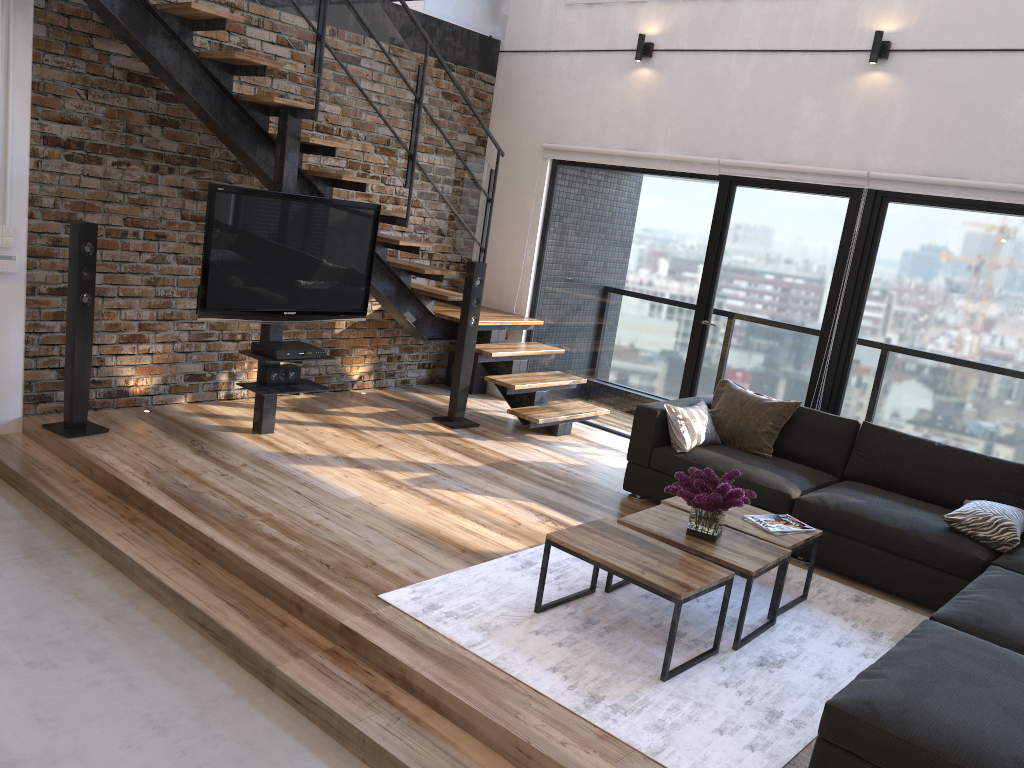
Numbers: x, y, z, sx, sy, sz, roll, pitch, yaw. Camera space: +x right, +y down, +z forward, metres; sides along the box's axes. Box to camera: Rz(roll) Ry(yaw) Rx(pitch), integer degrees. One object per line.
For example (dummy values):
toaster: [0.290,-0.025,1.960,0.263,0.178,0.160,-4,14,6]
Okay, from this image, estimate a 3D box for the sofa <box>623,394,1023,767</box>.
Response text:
sofa: [1.516,0.725,4.071,3.037,0.702,2.996,18,15,39]

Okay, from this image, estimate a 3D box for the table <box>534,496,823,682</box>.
table: [0.791,0.828,3.919,0.695,0.351,1.297,18,15,39]

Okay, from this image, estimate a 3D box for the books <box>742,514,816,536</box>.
books: [1.257,0.658,4.170,0.295,0.013,0.228,2,13,-29]

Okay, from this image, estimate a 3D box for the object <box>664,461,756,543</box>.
object: [0.867,0.495,3.850,0.341,0.344,0.374,18,15,40]

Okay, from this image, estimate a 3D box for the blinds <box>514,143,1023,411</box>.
blinds: [2.088,-0.324,5.700,5.356,2.050,0.095,18,15,39]

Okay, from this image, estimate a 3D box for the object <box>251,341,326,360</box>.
object: [-1.365,-0.205,5.435,0.274,0.058,0.360,18,15,39]

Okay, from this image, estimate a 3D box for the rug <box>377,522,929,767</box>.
rug: [0.746,1.001,3.924,1.633,0.003,2.112,18,15,39]

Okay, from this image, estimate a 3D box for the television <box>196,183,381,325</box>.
television: [-1.334,-0.750,5.344,0.136,0.786,1.206,18,15,39]

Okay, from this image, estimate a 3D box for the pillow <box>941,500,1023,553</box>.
pillow: [2.418,0.697,4.489,0.355,0.178,0.530,17,14,37]

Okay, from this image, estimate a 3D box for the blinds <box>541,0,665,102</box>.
blinds: [0.072,-3.587,5.926,10.194,2.985,1.991,12,12,18]

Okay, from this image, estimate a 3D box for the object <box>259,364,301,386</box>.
object: [-1.445,-0.057,5.525,0.088,0.112,0.247,18,15,39]

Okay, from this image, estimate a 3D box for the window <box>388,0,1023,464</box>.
window: [1.050,-1.693,4.284,13.366,5.584,5.659,18,15,39]

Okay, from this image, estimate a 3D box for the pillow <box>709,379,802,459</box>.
pillow: [1.454,0.210,5.564,0.608,0.383,0.265,18,15,39]

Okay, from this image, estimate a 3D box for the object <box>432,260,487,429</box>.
object: [-0.334,-0.290,6.474,0.271,1.210,0.270,-4,17,-44]

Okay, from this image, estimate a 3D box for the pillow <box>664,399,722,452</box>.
pillow: [1.112,0.257,5.418,0.211,0.266,0.498,18,15,39]

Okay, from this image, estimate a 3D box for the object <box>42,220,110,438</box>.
object: [-2.460,-0.314,5.049,0.270,1.210,0.270,15,14,29]
